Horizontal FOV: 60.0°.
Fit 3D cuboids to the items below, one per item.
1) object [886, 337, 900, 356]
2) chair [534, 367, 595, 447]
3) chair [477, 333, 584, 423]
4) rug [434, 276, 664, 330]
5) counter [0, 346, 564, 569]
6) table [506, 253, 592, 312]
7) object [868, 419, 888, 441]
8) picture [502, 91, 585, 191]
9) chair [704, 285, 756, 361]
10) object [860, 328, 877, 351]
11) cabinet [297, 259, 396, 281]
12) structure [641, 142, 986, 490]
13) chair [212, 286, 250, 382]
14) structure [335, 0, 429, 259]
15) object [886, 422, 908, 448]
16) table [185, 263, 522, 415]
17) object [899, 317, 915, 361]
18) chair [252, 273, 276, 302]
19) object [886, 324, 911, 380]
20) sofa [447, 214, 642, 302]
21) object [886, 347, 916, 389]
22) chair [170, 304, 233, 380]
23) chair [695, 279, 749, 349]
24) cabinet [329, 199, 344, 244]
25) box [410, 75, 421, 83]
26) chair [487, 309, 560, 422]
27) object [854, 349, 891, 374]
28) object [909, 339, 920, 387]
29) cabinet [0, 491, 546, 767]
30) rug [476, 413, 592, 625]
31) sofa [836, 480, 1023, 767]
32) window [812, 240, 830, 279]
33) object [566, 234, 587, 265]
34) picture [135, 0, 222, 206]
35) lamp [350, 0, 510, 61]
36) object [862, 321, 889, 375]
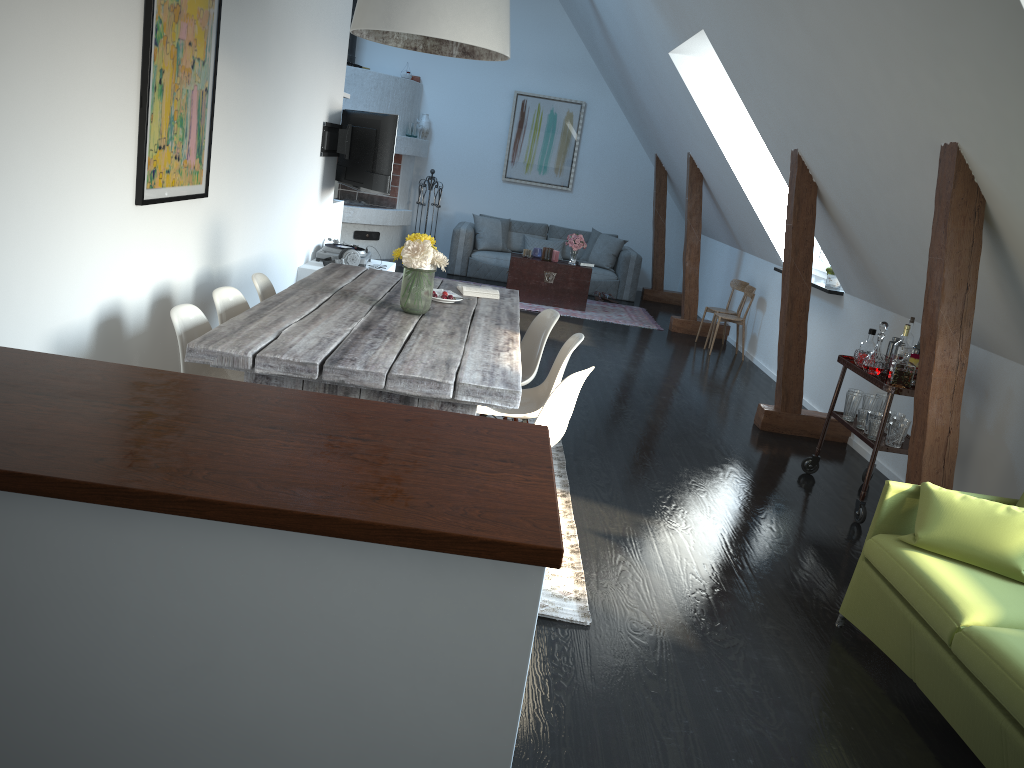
[{"bbox_3d":[2.153,-0.175,5.028,0.052,0.182,0.135,19,17,34],"label":"object"},{"bbox_3d":[0.000,0.262,3.623,0.542,0.801,0.465,15,15,23],"label":"chair"},{"bbox_3d":[0.006,0.120,4.183,0.542,0.801,0.465,9,14,-1],"label":"chair"},{"bbox_3d":[0.343,-0.945,10.184,2.647,0.029,1.512,8,14,-2],"label":"rug"},{"bbox_3d":[0.085,0.502,0.704,3.365,0.038,3.085,8,14,-2],"label":"counter"},{"bbox_3d":[0.408,-1.165,10.106,0.962,0.492,0.471,8,14,-2],"label":"table"},{"bbox_3d":[1.912,0.243,4.659,0.092,0.099,0.092,3,15,-24],"label":"object"},{"bbox_3d":[0.425,-3.306,12.075,0.965,1.185,0.025,8,14,-2],"label":"picture"},{"bbox_3d":[2.120,-0.620,8.596,0.342,0.696,0.329,9,14,-1],"label":"chair"},{"bbox_3d":[2.024,-0.212,5.032,0.087,0.206,0.087,15,15,22],"label":"object"},{"bbox_3d":[-1.342,-0.726,7.283,0.623,0.507,1.069,8,14,-2],"label":"cabinet"},{"bbox_3d":[2.172,-0.514,5.678,1.023,1.963,12.350,8,14,-2],"label":"structure"},{"bbox_3d":[-1.079,0.005,3.970,0.542,0.801,0.465,10,14,4],"label":"chair"},{"bbox_3d":[-2.548,-4.231,11.770,3.058,4.752,3.049,10,14,6],"label":"structure"},{"bbox_3d":[1.979,0.264,4.573,0.095,0.119,0.095,-3,18,-39],"label":"object"},{"bbox_3d":[-0.581,0.022,4.237,1.141,0.788,2.421,8,14,-2],"label":"table"},{"bbox_3d":[2.173,-0.212,4.896,0.073,0.320,0.073,6,14,-11],"label":"object"},{"bbox_3d":[-1.065,-0.125,4.490,0.542,0.801,0.465,7,14,-6],"label":"chair"},{"bbox_3d":[2.042,-0.164,4.659,0.081,0.307,0.081,10,14,4],"label":"object"},{"bbox_3d":[0.432,-1.718,11.737,2.458,0.770,1.107,8,14,-2],"label":"sofa"},{"bbox_3d":[1.966,-0.078,4.460,0.101,0.211,0.101,12,14,13],"label":"object"},{"bbox_3d":[-1.081,0.122,3.511,0.542,0.801,0.465,9,14,-1],"label":"chair"},{"bbox_3d":[2.141,-0.717,8.988,0.342,0.696,0.329,4,15,-18],"label":"chair"},{"bbox_3d":[-2.064,-1.257,8.078,0.869,0.921,0.638,8,14,-2],"label":"cabinet"},{"bbox_3d":[-1.342,-4.068,11.816,0.229,0.078,0.127,8,14,-2],"label":"box"},{"bbox_3d":[-0.082,-0.021,4.684,0.542,0.801,0.465,5,15,-16],"label":"chair"},{"bbox_3d":[2.008,-0.119,4.893,0.245,0.092,0.151,16,16,26],"label":"object"},{"bbox_3d":[2.107,-0.152,4.598,0.080,0.329,0.080,6,14,-11],"label":"object"},{"bbox_3d":[-0.299,0.177,0.597,4.208,2.369,3.033,8,14,-2],"label":"cabinet"},{"bbox_3d":[-0.651,0.385,4.349,1.898,0.022,2.677,8,14,-2],"label":"rug"},{"bbox_3d":[1.769,0.852,2.344,0.898,0.825,2.093,8,14,-3],"label":"sofa"},{"bbox_3d":[0.099,-2.843,4.934,5.959,4.249,8.018,8,14,-2],"label":"window"},{"bbox_3d":[0.707,-1.530,10.017,0.234,0.351,0.235,-4,19,-40],"label":"object"},{"bbox_3d":[-1.426,-1.391,3.854,0.036,1.181,0.808,8,14,-2],"label":"picture"},{"bbox_3d":[-0.166,-2.815,3.495,0.757,2.813,0.697,-4,19,-41],"label":"lamp"},{"bbox_3d":[1.957,-0.191,4.739,0.114,0.292,0.114,1,16,-29],"label":"object"}]
